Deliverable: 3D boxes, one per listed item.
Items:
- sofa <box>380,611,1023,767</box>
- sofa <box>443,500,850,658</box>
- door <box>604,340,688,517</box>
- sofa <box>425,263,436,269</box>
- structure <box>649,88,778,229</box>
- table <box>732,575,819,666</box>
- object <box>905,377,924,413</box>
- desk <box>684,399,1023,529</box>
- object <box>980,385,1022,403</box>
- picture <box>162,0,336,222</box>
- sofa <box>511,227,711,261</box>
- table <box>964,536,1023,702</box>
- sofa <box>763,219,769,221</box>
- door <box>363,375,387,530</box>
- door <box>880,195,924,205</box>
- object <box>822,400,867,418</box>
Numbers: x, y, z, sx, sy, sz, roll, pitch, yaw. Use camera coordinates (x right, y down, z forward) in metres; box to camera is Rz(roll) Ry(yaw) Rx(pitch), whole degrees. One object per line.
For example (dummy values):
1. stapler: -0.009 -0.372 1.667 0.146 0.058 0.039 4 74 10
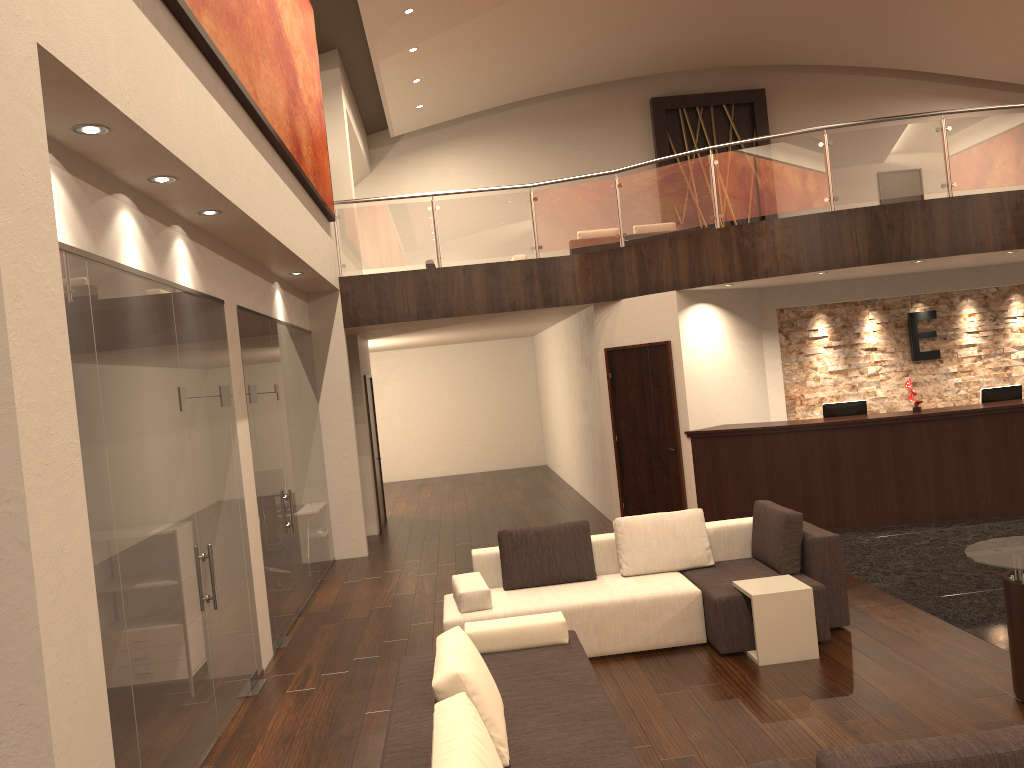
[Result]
1. sofa: 0.782 1.484 3.885 2.586 0.862 3.366 -6 1 -4
2. sofa: 0.905 1.442 6.510 2.846 0.862 1.291 -6 1 -4
3. door: 1.621 0.634 10.699 0.104 2.232 0.990 -6 1 -44
4. sofa: -0.156 -2.004 17.080 3.366 0.862 2.586 -6 1 -4
5. structure: 4.467 -4.203 19.330 2.524 4.236 0.187 -6 1 -4
6. table: 1.750 1.565 5.910 0.400 0.460 0.400 -6 1 -4
7. object: 4.402 0.113 9.687 0.163 0.390 0.165 -6 1 4
8. desk: 5.609 0.760 10.218 7.146 1.171 1.674 -6 1 -2
9. object: 5.550 0.271 10.030 0.483 0.485 0.189 -6 1 -4
10. picture: -2.021 -3.161 7.236 0.070 2.526 6.485 -6 1 -4
11. sofa: 1.539 -2.164 15.694 3.366 0.862 2.586 -6 1 -4
12. table: 2.915 1.287 4.720 0.833 0.795 0.844 -5 1 35
13. sofa: 4.780 -2.507 16.546 1.291 0.862 2.846 -6 1 -4
14. door: -2.040 0.984 13.150 0.104 2.232 0.990 -6 1 -4
15. door: 8.719 -3.636 19.721 0.990 2.232 0.104 -6 1 -4
16. object: 3.835 0.446 10.182 0.483 0.485 0.189 -6 1 11
